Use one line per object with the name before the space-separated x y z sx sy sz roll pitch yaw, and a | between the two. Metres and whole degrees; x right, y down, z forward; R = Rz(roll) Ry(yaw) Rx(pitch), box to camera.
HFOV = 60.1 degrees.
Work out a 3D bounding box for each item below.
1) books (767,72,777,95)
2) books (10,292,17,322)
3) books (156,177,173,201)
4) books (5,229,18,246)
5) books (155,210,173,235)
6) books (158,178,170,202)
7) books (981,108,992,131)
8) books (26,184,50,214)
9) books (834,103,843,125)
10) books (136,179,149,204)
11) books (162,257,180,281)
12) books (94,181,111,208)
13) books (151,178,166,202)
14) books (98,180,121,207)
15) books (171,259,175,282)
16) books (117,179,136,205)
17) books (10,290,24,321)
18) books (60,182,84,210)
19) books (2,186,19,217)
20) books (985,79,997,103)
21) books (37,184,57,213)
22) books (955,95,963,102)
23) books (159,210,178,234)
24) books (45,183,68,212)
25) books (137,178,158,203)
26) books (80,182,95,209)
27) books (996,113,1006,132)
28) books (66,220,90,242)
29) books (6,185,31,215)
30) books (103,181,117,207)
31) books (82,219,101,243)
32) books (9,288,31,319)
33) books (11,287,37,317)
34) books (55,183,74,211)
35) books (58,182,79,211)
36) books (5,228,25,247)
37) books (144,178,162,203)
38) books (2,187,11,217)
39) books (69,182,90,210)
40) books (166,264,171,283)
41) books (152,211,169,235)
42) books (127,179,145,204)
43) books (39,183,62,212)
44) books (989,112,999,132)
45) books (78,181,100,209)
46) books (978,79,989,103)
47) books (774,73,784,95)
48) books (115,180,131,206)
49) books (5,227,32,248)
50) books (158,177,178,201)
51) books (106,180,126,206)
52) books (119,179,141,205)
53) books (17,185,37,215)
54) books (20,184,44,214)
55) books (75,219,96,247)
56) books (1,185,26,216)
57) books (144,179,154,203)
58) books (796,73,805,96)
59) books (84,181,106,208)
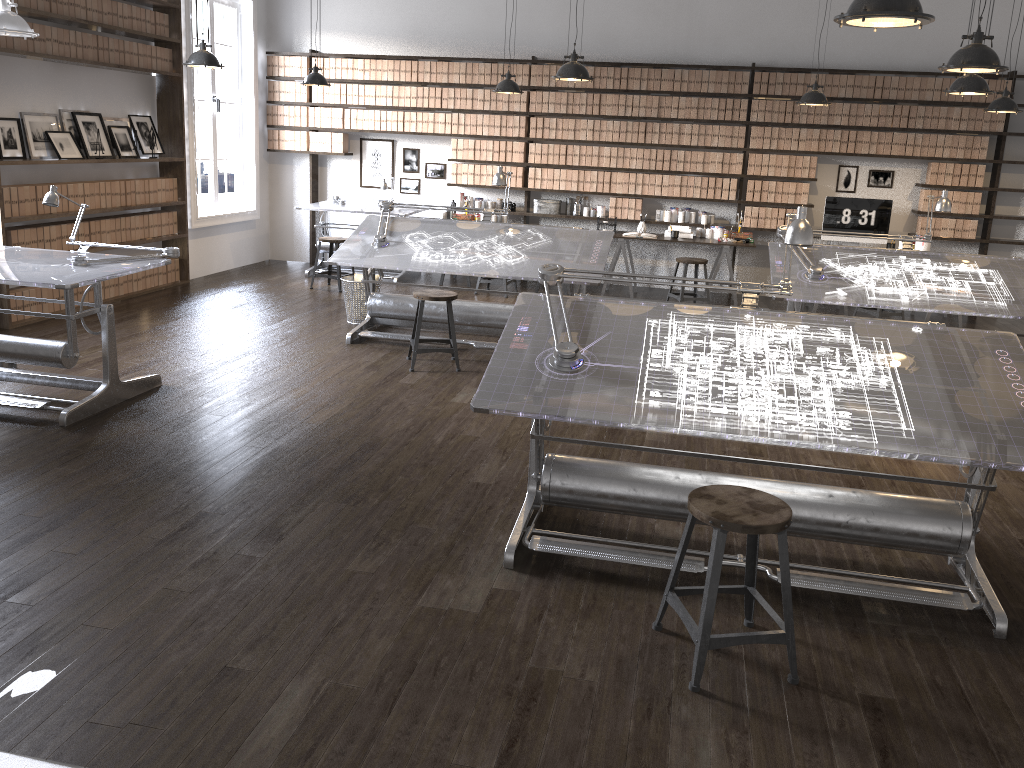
books | 2.698 -3.115 9.205 0.067 0.223 0.176 5 14 11
books | -3.936 -0.597 6.852 0.174 0.223 0.067 6 13 11
books | -3.451 -1.925 8.767 0.174 0.223 0.067 6 13 11
books | -3.894 -1.076 6.804 0.175 0.223 0.067 6 13 11
books | -3.471 -1.608 8.813 0.174 0.223 0.067 6 13 11
books | -3.464 -1.907 8.700 0.175 0.223 0.067 6 13 11
books | 4.729 -2.636 8.861 0.067 0.223 0.176 5 14 11
books | -3.807 -1.484 7.100 0.175 0.223 0.067 6 13 11
books | 3.353 -2.778 9.132 0.067 0.223 0.176 5 14 11
books | -3.533 -1.823 8.381 0.175 0.223 0.067 6 13 11
books | -3.475 -1.164 8.995 0.175 0.223 0.067 6 13 11
books | -3.644 -1.677 7.831 0.175 0.223 0.067 6 13 11
books | -3.474 -1.889 8.632 0.175 0.223 0.067 6 13 11
books | -3.620 -1.712 7.961 0.175 0.223 0.067 6 13 11
books | -3.493 -1.145 8.923 0.175 0.223 0.067 6 13 11
books | -3.577 -1.769 8.177 0.175 0.223 0.067 6 13 11
books | -3.920 -0.615 6.919 0.175 0.223 0.067 6 13 11
books | -3.720 -1.587 7.492 0.175 0.223 0.067 6 13 11
books | -3.872 -1.394 6.763 0.175 0.223 0.067 6 13 11
books | 4.741 -2.905 8.806 0.067 0.223 0.176 5 14 11
books | -3.788 -1.501 7.167 0.174 0.223 0.067 6 13 11
books | 4.464 -2.933 8.858 0.067 0.223 0.176 5 14 11
books | -3.452 -1.626 8.880 0.174 0.223 0.067 6 13 11
books | -3.763 -1.538 7.304 0.175 0.223 0.067 6 13 11
books | -3.504 -1.857 8.509 0.175 0.223 0.067 6 13 11
books | -3.693 -1.624 7.629 0.175 0.223 0.067 6 13 11
books | 4.856 -2.624 8.840 0.067 0.223 0.176 5 14 11
books | -3.729 -1.289 7.607 0.175 0.223 0.067 6 13 11
books | -3.849 -1.429 6.894 0.175 0.223 0.067 6 13 11
books | -3.629 -1.695 7.900 0.175 0.223 0.067 6 13 11
books | -3.699 -1.327 7.749 0.175 0.223 0.067 6 13 11
books | -3.902 -0.632 6.985 0.175 0.223 0.067 6 13 11
books | -3.889 -0.650 7.055 0.175 0.223 0.067 6 13 11
books | -3.744 -1.554 7.367 0.175 0.223 0.067 6 13 11
books | -3.734 -1.572 7.432 0.175 0.223 0.067 6 13 11
books | -3.879 -1.094 6.873 0.175 0.223 0.067 6 13 11
books | -3.490 -1.872 8.569 0.175 0.223 0.067 6 13 11
books | -3.890 -1.376 6.695 0.174 0.223 0.067 6 13 11
books | -3.703 -1.605 7.561 0.175 0.223 0.067 6 13 11
books | -3.503 -1.126 8.851 0.175 0.223 0.067 6 13 11
books | -3.485 -1.590 8.745 0.175 0.223 0.067 6 13 11
books | -3.547 -1.805 8.313 0.174 0.223 0.067 6 13 11
books | -3.778 -1.520 7.236 0.174 0.223 0.067 6 13 11
books | 4.795 -2.631 8.853 0.067 0.223 0.176 5 14 11
books | -3.680 -1.641 7.696 0.174 0.223 0.067 6 13 11
books | 4.667 -2.912 8.820 0.067 0.223 0.176 5 14 11
books | 2.766 -3.106 9.187 0.067 0.223 0.176 5 14 11
books | -3.587 -1.749 8.104 0.175 0.223 0.067 6 13 11
books | -3.868 -1.113 6.943 0.174 0.223 0.067 6 13 11
books | -3.431 -1.941 8.829 0.175 0.223 0.067 6 13 11
books | -3.607 -1.731 8.034 0.175 0.223 0.067 6 13 11
books | -3.558 -1.786 8.244 0.174 0.223 0.067 6 13 11
books | -3.838 -1.446 6.957 0.175 0.223 0.067 6 13 11
books | -3.817 -1.464 7.027 0.175 0.223 0.067 6 13 11
books | -3.708 -1.307 7.677 0.175 0.223 0.067 6 13 11
books | -3.857 -1.413 6.832 0.175 0.223 0.067 6 13 11
books | -3.513 -1.839 8.444 0.175 0.223 0.067 6 13 11
books | 2.970 -3.085 9.145 0.067 0.223 0.176 5 14 11
books | -3.662 -1.659 7.762 0.174 0.223 0.067 6 13 11
